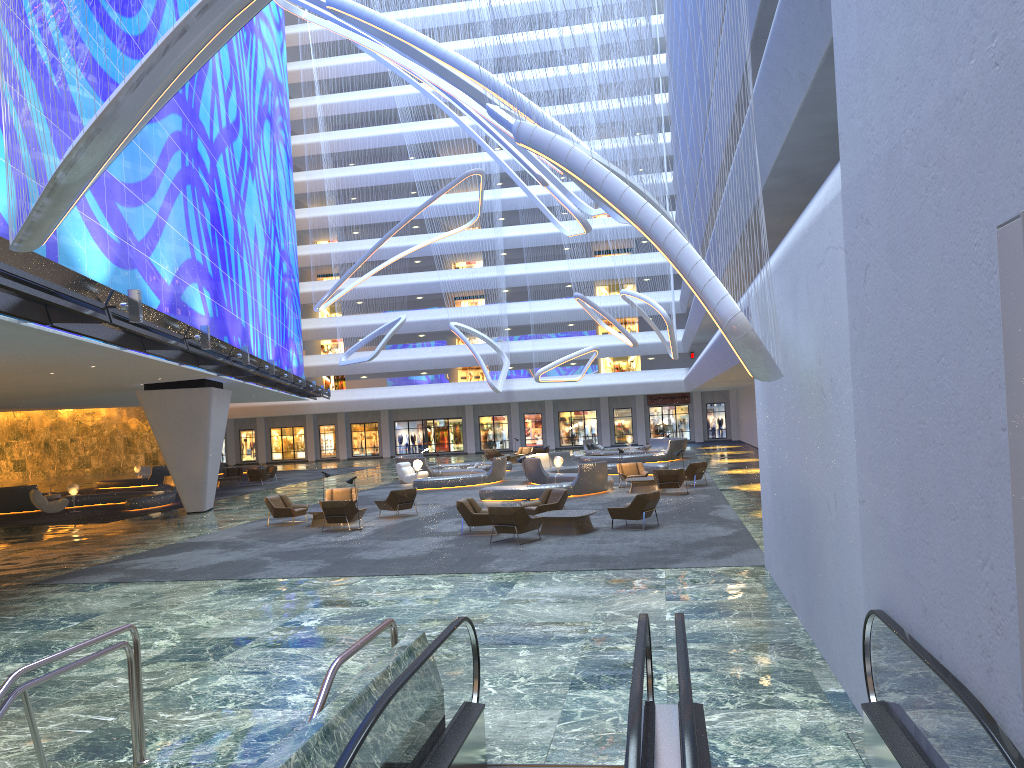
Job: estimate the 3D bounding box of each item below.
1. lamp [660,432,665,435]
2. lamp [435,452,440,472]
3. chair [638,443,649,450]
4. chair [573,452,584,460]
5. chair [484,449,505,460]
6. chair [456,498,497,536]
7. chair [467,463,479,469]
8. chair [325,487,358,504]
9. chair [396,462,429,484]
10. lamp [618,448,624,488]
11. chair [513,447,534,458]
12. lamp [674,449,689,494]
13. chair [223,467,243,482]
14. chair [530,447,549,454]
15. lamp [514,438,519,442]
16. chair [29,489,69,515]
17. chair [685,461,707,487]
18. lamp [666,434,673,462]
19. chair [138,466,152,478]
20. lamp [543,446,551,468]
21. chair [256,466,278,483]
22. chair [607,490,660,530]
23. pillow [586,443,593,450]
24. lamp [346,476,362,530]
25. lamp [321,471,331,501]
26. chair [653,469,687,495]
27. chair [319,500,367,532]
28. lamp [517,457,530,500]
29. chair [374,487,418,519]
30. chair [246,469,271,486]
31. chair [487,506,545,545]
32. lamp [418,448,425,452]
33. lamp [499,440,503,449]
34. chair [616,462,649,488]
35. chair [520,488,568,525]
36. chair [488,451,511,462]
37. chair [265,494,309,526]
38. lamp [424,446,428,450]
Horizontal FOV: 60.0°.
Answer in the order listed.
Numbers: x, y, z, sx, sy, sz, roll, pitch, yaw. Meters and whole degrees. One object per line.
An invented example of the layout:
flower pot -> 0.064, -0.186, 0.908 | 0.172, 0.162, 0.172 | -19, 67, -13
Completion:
lamp -> 7.671, 3.068, 44.961 | 0.384, 1.300, 0.202 | -3, 0, 9
lamp -> -2.882, 3.294, 34.688 | 0.202, 1.300, 0.384 | -3, 0, -15
chair -> 7.198, 3.412, 46.314 | 0.940, 0.766, 0.929 | -4, -2, 43
chair -> 3.434, 3.733, 45.674 | 0.587, 0.501, 0.490 | -4, -2, 44
chair -> -1.012, 3.951, 48.530 | 0.928, 0.766, 0.940 | -2, -2, -37
chair -> -0.681, 2.897, 19.405 | 0.939, 0.766, 0.929 | -3, -1, 12
chair -> -2.260, 3.847, 39.923 | 1.783, 0.501, 0.586 | -2, -2, -26
chair -> -4.756, 3.314, 24.738 | 0.929, 0.766, 0.939 | -3, -1, -7
chair -> -4.053, 3.622, 36.126 | 1.158, 0.882, 0.728 | -4, -1, 29
lamp -> 3.540, 2.724, 28.793 | 0.202, 1.300, 0.384 | -3, 0, 26
chair -> 0.684, 3.865, 48.786 | 0.930, 0.766, 0.938 | -4, -1, 28
lamp -> 4.884, 2.534, 25.558 | 0.384, 1.300, 0.202 | -3, 0, 27
chair -> -13.467, 4.446, 42.829 | 0.929, 0.766, 0.939 | -3, -1, -17
chair -> 1.508, 3.755, 47.002 | 0.929, 0.766, 0.939 | -3, -1, -12
lamp -> 0.267, 3.622, 48.867 | 0.384, 1.300, 0.202 | -3, 0, -29
chair -> -16.409, 4.147, 31.434 | 1.156, 0.882, 0.730 | -2, -1, -36
chair -> 5.629, 2.848, 27.976 | 0.940, 0.766, 0.929 | -4, -2, 43
lamp -> 7.272, 2.947, 40.922 | 0.202, 1.300, 0.384 | -3, 0, -31
chair -> -20.021, 4.956, 48.491 | 0.728, 0.882, 1.158 | -3, -1, -36
lamp -> 1.390, 3.051, 34.594 | 0.384, 1.300, 0.202 | -3, 0, 27
chair -> -11.785, 4.340, 42.493 | 0.938, 0.766, 0.930 | -2, -2, -42
chair -> 2.637, 2.695, 18.975 | 0.939, 0.766, 0.929 | -4, -2, 34
pillow -> 4.318, 3.439, 48.731 | 0.295, 0.369, 0.769 | -4, -2, 22
lamp -> -3.802, 2.871, 21.337 | 0.384, 1.300, 0.202 | -3, 0, 27
lamp -> -5.146, 3.061, 24.573 | 0.202, 1.300, 0.384 | -3, 0, 26
chair -> 4.574, 2.825, 25.670 | 0.930, 0.766, 0.938 | -4, -1, 16
chair -> -4.112, 3.161, 21.450 | 0.930, 0.766, 0.938 | -4, -1, 16
lamp -> 0.339, 2.819, 26.411 | 0.384, 1.300, 0.202 | -3, 0, 27
chair -> -3.057, 3.184, 23.756 | 0.940, 0.766, 0.929 | -4, -2, 43
chair -> -11.615, 4.260, 40.535 | 0.929, 0.766, 0.939 | -3, -1, 8
chair -> 0.050, 2.800, 17.851 | 0.930, 0.766, 0.938 | -4, -2, 37
lamp -> -4.073, 3.550, 40.013 | 0.384, 1.300, 0.202 | -3, 0, 3
lamp -> -0.495, 3.543, 45.446 | 0.202, 1.300, 0.384 | -3, 0, -28
chair -> 3.930, 2.978, 28.959 | 0.929, 0.766, 0.939 | -3, -1, -7
chair -> 0.788, 2.861, 20.708 | 0.938, 0.766, 0.930 | -3, -1, -29
chair -> -0.681, 3.833, 45.726 | 0.938, 0.766, 0.930 | -2, -2, -39
chair -> -5.996, 3.342, 23.551 | 0.939, 0.766, 0.929 | -4, -1, 18
lamp -> -4.108, 3.638, 42.427 | 0.201, 1.300, 0.384 | -3, 0, -37
